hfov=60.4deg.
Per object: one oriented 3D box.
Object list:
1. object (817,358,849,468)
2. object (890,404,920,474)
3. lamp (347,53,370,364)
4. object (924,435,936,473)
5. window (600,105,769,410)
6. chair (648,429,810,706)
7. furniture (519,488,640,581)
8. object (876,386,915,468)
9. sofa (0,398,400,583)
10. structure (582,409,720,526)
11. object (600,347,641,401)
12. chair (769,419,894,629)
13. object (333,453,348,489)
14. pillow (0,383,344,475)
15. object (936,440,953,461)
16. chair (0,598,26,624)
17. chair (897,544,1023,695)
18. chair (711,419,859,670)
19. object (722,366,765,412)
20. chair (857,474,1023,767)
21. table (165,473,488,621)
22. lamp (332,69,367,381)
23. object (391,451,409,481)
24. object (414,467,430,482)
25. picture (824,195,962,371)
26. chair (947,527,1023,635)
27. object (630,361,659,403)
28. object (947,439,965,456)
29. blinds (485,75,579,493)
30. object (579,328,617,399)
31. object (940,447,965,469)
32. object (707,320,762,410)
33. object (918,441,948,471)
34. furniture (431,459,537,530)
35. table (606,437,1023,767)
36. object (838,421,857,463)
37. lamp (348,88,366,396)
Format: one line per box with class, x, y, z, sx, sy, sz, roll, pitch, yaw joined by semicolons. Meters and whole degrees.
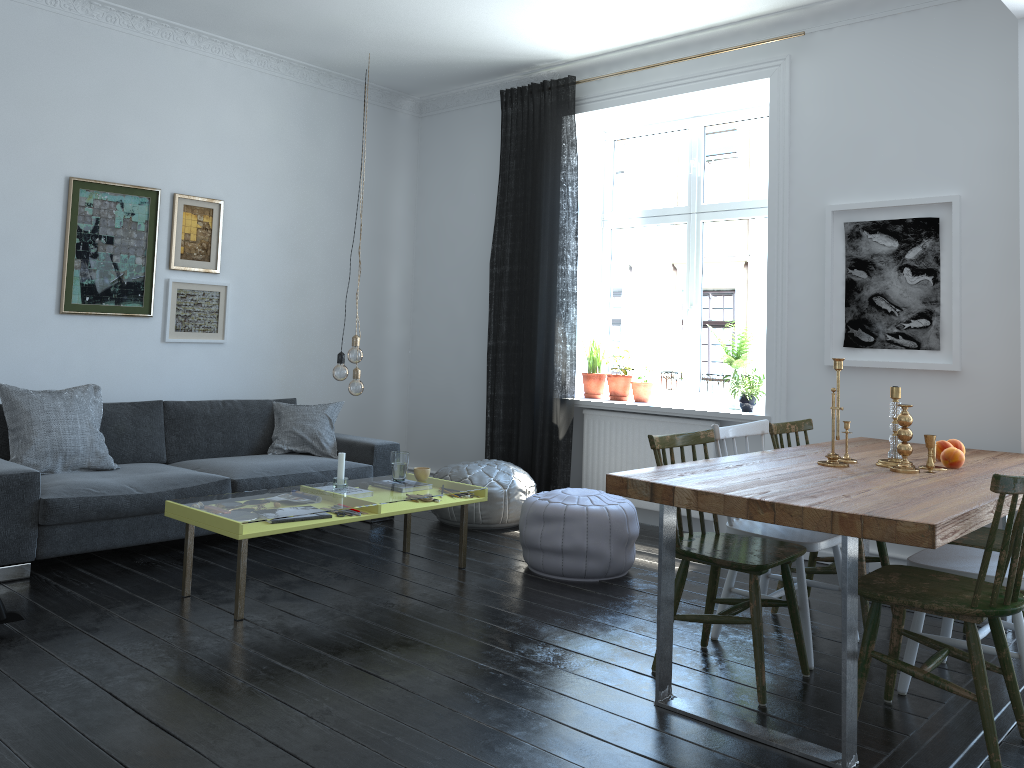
object;1.233;0.107;3.377;0.114;0.414;0.112;2;-4;4
object;1.453;0.201;3.257;0.100;0.249;0.100;3;-4;-24
lamp;-0.715;-0.848;4.203;0.074;1.509;0.074;2;-4;-1
object;1.546;0.259;3.256;0.049;0.140;0.049;-1;-5;42
window;1.238;-0.864;6.031;1.568;2.002;0.106;1;-4;42
chair;0.761;0.603;3.149;0.485;0.833;0.465;0;-3;41
furniture;0.346;0.761;4.525;0.615;0.422;0.607;2;0;36
object;1.484;0.165;3.409;0.140;0.313;0.140;2;-3;-6
sofa;-1.868;0.476;5.042;1.085;0.727;2.365;2;2;42
structure;0.882;0.515;5.646;1.065;0.632;0.073;3;-3;42
object;0.756;-0.073;6.102;0.233;0.373;0.258;4;-3;-36
chair;1.397;0.592;3.882;0.485;0.834;0.465;0;-3;41
object;-0.838;0.421;4.320;0.074;0.175;0.074;3;-3;-13
pillow;-1.895;0.231;5.180;2.048;0.495;0.478;0;1;-43
object;1.784;0.277;3.639;0.083;0.089;0.091;2;-1;-22
chair;-2.247;0.413;3.060;0.905;1.013;0.609;2;-2;-3
chair;1.655;0.633;3.002;0.509;0.849;0.464;0;-3;42
chair;1.056;0.588;3.530;0.509;0.849;0.464;0;-3;42
object;1.442;0.022;5.358;0.284;0.297;0.284;3;-1;-44
chair;1.313;0.645;2.650;0.485;0.834;0.465;0;-3;41
table;-0.819;0.717;4.120;0.601;0.402;1.396;2;2;42
lamp;-0.769;-0.765;4.156;0.086;1.509;0.074;2;-4;3
object;-0.587;0.430;4.594;0.097;0.147;0.097;2;-2;3
object;-0.472;0.474;4.604;0.086;0.067;0.086;2;0;-20
picture;2.017;-0.531;4.680;0.687;0.894;0.083;1;-4;42
chair;1.949;0.634;3.382;0.485;0.833;0.465;0;-3;41
object;0.892;-0.015;5.950;0.194;0.280;0.175;2;-2;9
object;1.852;0.276;3.688;0.083;0.090;0.087;1;-1;32
blinds;0.117;-0.650;6.190;0.803;2.997;0.111;-1;-5;40
object;0.607;-0.150;6.251;0.300;0.503;0.331;1;-2;25
object;1.706;0.287;3.411;0.089;0.084;0.084;2;-1;-35
object;1.409;-0.123;5.554;0.328;0.570;0.391;2;-2;6
object;1.609;0.269;3.365;0.102;0.115;0.102;1;-1;28
furniture;-0.191;0.684;5.618;0.680;0.384;0.676;3;1;42
table;1.414;0.671;3.343;1.018;0.720;2.219;2;2;42
object;1.325;0.229;3.486;0.080;0.161;0.079;2;-3;-1
lamp;-0.714;-0.694;4.234;0.074;1.509;0.088;4;-5;-24
